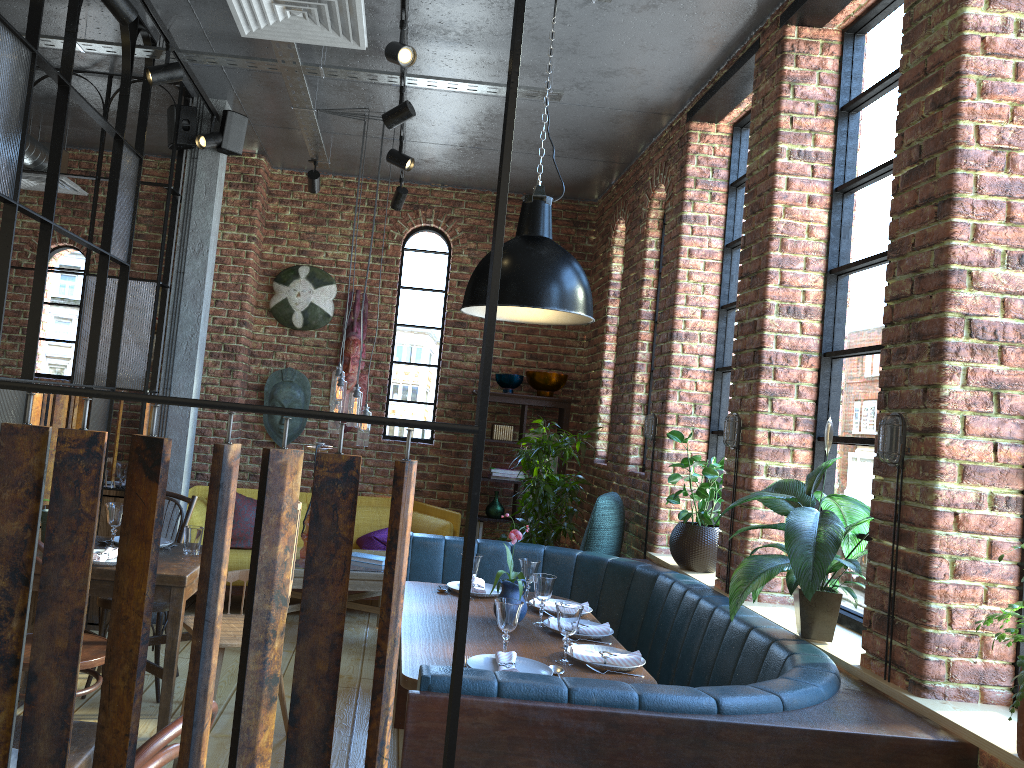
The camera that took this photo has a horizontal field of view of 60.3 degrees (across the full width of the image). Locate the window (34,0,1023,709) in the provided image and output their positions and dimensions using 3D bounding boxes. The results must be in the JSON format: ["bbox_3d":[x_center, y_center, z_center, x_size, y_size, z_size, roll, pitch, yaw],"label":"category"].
[{"bbox_3d":[0.206,-0.342,4.699,3.277,2.432,8.935,8,-4,-39],"label":"window"}]

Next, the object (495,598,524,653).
[{"bbox_3d":[-0.017,0.813,2.910,0.102,0.192,0.094,4,-4,25],"label":"object"}]

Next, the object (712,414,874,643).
[{"bbox_3d":[1.012,0.469,3.011,0.604,0.752,0.737,6,-3,-6],"label":"object"}]

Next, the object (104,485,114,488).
[{"bbox_3d":[-2.698,0.697,5.847,0.325,0.051,0.269,5,-3,0],"label":"object"}]

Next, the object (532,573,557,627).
[{"bbox_3d":[0.120,0.852,3.476,0.102,0.192,0.094,4,-4,25],"label":"object"}]

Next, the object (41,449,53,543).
[{"bbox_3d":[-1.930,0.487,3.786,0.145,0.427,0.199,3,-4,29],"label":"object"}]

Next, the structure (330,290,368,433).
[{"bbox_3d":[-1.286,-0.176,7.066,0.238,1.147,0.215,2,-5,41],"label":"structure"}]

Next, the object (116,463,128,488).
[{"bbox_3d":[-2.658,0.636,5.993,0.101,0.192,0.095,4,-4,16],"label":"object"}]

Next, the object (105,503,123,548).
[{"bbox_3d":[-1.754,0.626,3.889,0.094,0.192,0.102,7,-4,-29],"label":"object"}]

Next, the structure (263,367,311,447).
[{"bbox_3d":[-1.791,0.185,6.973,0.366,0.640,0.104,5,-4,-1],"label":"structure"}]

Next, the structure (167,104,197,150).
[{"bbox_3d":[-2.081,-1.611,5.547,0.177,0.268,0.172,7,-4,-31],"label":"structure"}]

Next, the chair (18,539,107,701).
[{"bbox_3d":[-1.714,0.963,3.221,0.451,0.921,0.533,4,-3,17],"label":"chair"}]

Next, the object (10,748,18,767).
[{"bbox_3d":[-0.940,0.666,1.517,0.269,0.051,0.324,6,-3,-1],"label":"object"}]

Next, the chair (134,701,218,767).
[{"bbox_3d":[-0.823,0.967,1.468,0.562,0.921,0.428,4,-3,13],"label":"chair"}]

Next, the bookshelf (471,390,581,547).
[{"bbox_3d":[0.025,0.921,6.839,0.813,1.669,0.317,5,-4,-2],"label":"bookshelf"}]

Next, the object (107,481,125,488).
[{"bbox_3d":[-2.805,0.708,6.307,0.325,0.051,0.269,5,-3,0],"label":"object"}]

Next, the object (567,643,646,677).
[{"bbox_3d":[0.315,0.921,3.011,0.269,0.051,0.324,6,-3,-1],"label":"object"}]

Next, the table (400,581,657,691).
[{"bbox_3d":[-0.046,1.260,3.350,0.818,0.661,1.548,6,-3,-6],"label":"table"}]

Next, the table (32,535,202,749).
[{"bbox_3d":[-1.720,1.087,3.780,0.747,0.728,0.754,6,-3,-4],"label":"table"}]

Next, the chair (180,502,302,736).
[{"bbox_3d":[-1.184,1.006,3.866,0.431,1.007,0.558,7,-4,-33],"label":"chair"}]

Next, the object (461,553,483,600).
[{"bbox_3d":[-0.182,0.841,3.846,0.102,0.192,0.094,4,-4,25],"label":"object"}]

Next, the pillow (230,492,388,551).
[{"bbox_3d":[-1.465,1.014,6.444,1.461,0.454,0.409,6,-3,-14],"label":"pillow"}]

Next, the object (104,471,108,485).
[{"bbox_3d":[-2.841,0.659,6.089,0.088,0.120,0.081,4,-4,27],"label":"object"}]

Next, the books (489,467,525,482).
[{"bbox_3d":[-0.040,0.705,6.850,0.268,0.080,0.179,6,-3,-3],"label":"books"}]

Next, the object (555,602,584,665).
[{"bbox_3d":[0.184,0.834,2.943,0.102,0.192,0.094,4,-4,25],"label":"object"}]

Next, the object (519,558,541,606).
[{"bbox_3d":[0.069,0.865,3.844,0.102,0.192,0.094,4,-4,25],"label":"object"}]

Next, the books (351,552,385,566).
[{"bbox_3d":[-0.892,1.085,5.477,0.282,0.028,0.155,4,-3,21],"label":"books"}]

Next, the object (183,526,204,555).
[{"bbox_3d":[-1.418,0.695,3.914,0.082,0.120,0.086,6,-3,-15],"label":"object"}]

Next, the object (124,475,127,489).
[{"bbox_3d":[-2.670,0.679,6.165,0.088,0.120,0.081,4,-4,27],"label":"object"}]

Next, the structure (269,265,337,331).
[{"bbox_3d":[-1.668,-0.689,7.031,0.529,0.521,0.147,5,-4,-2],"label":"structure"}]

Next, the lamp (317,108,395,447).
[{"bbox_3d":[-1.076,-0.684,5.624,0.520,2.121,0.279,4,-4,21],"label":"lamp"}]

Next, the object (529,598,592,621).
[{"bbox_3d":[0.206,0.946,3.782,0.269,0.051,0.324,6,-3,-1],"label":"object"}]

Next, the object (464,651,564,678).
[{"bbox_3d":[0.011,0.880,2.744,0.325,0.051,0.269,5,-3,0],"label":"object"}]

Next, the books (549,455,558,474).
[{"bbox_3d":[0.303,0.650,6.874,0.079,0.258,0.178,6,-3,-6],"label":"books"}]

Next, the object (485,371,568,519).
[{"bbox_3d":[0.056,0.777,6.835,0.601,1.763,0.331,6,-4,-9],"label":"object"}]

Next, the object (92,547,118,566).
[{"bbox_3d":[-1.632,0.694,3.568,0.325,0.051,0.269,5,-3,0],"label":"object"}]

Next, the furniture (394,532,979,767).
[{"bbox_3d":[0.233,1.205,3.353,1.357,0.823,2.625,6,-3,-6],"label":"furniture"}]

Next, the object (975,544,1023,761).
[{"bbox_3d":[1.240,0.583,1.875,0.432,0.483,0.447,4,-3,17],"label":"object"}]

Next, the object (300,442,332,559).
[{"bbox_3d":[-1.204,0.710,5.355,0.166,0.705,0.265,6,-4,-14],"label":"object"}]

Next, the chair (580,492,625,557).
[{"bbox_3d":[0.105,1.140,5.184,1.065,1.098,0.781,4,-3,20],"label":"chair"}]

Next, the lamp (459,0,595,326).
[{"bbox_3d":[0.118,-0.925,3.496,0.542,1.327,0.516,4,-4,13],"label":"lamp"}]

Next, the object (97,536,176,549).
[{"bbox_3d":[-1.701,0.708,4.012,0.325,0.051,0.269,5,-3,0],"label":"object"}]

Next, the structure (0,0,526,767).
[{"bbox_3d":[-3.935,-0.467,3.000,5.852,3.329,6.021,6,-3,-21],"label":"structure"}]

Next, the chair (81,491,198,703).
[{"bbox_3d":[-1.808,1.004,4.317,0.399,0.916,0.528,6,-3,-10],"label":"chair"}]

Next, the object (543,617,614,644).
[{"bbox_3d":[0.254,0.934,3.412,0.269,0.051,0.324,6,-3,-1],"label":"object"}]

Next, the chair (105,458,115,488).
[{"bbox_3d":[-2.670,0.939,5.495,0.522,1.007,0.462,6,-4,-17],"label":"chair"}]

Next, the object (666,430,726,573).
[{"bbox_3d":[0.931,0.570,4.270,0.398,0.664,0.496,4,-3,19],"label":"object"}]

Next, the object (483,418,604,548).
[{"bbox_3d":[0.205,0.971,5.978,0.699,1.530,0.889,7,-4,-26],"label":"object"}]

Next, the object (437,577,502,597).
[{"bbox_3d":[-0.179,0.919,3.999,0.325,0.051,0.269,5,-3,0],"label":"object"}]

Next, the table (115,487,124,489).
[{"bbox_3d":[-2.824,1.086,6.050,0.747,0.728,0.754,6,-3,-4],"label":"table"}]

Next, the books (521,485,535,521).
[{"bbox_3d":[0.132,0.928,6.850,0.085,0.273,0.173,6,-3,-6],"label":"books"}]

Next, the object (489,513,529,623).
[{"bbox_3d":[0.006,0.722,3.463,0.140,0.432,0.212,4,-3,13],"label":"object"}]

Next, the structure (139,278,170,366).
[{"bbox_3d":[-2.963,-0.481,6.982,0.587,0.727,0.127,5,-4,-2],"label":"structure"}]

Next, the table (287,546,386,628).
[{"bbox_3d":[-1.118,1.331,5.444,0.909,0.509,0.771,6,-3,-19],"label":"table"}]

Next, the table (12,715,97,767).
[{"bbox_3d":[-1.194,1.030,1.459,0.747,0.728,0.754,6,-3,-4],"label":"table"}]

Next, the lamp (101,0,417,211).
[{"bbox_3d":[-3.445,-1.800,3.386,6.234,0.274,7.260,6,-3,-5],"label":"lamp"}]

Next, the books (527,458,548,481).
[{"bbox_3d":[0.201,0.640,6.881,0.123,0.258,0.163,6,-3,-5],"label":"books"}]

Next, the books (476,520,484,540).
[{"bbox_3d":[0.007,1.067,6.836,0.584,0.575,0.191,6,-3,-4],"label":"books"}]

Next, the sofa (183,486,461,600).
[{"bbox_3d":[-1.463,1.213,6.397,1.937,0.763,0.812,6,-3,-19],"label":"sofa"}]

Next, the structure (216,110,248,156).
[{"bbox_3d":[-1.781,-1.581,5.553,0.193,0.268,0.158,3,-4,36],"label":"structure"}]
